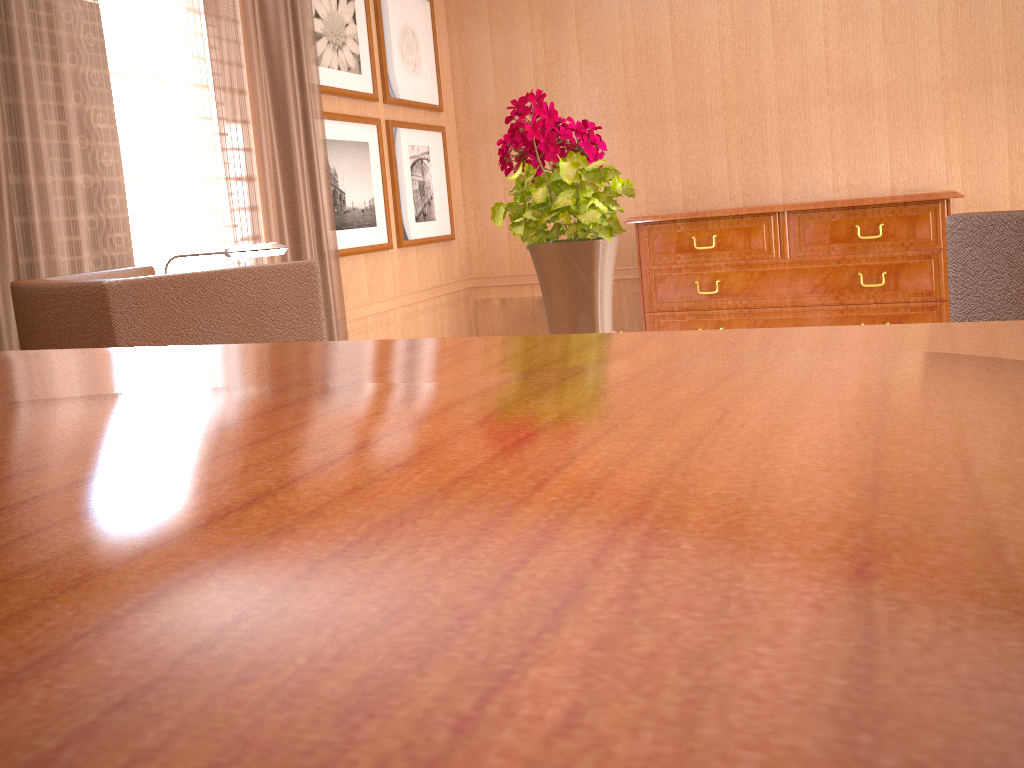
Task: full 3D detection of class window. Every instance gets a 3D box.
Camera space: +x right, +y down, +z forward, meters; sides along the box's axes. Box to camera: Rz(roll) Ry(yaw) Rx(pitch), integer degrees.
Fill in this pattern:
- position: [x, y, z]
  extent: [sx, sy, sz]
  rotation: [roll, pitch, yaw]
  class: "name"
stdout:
- position: [-2.734, -1.885, 5.823]
  extent: [0.845, 3.345, 2.470]
  rotation: [-3, 7, 22]
  class: "window"

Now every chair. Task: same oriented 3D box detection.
- position: [-1.028, 0.439, 3.829]
  extent: [1.740, 1.954, 1.914]
  rotation: [-12, 10, -42]
  class: "chair"
- position: [2.011, 0.412, 2.626]
  extent: [1.910, 1.955, 1.743]
  rotation: [-5, 7, -3]
  class: "chair"

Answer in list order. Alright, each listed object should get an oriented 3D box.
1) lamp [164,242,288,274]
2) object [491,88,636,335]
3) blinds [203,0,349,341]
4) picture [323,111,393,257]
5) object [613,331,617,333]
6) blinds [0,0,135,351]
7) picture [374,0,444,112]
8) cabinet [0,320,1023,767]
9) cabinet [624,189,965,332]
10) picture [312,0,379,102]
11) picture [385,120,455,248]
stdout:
- position: [-1.395, 0.291, 4.603]
  extent: [0.632, 2.007, 0.567]
  rotation: [-6, 5, -16]
  class: "lamp"
- position: [0.194, -0.422, 2.921]
  extent: [0.455, 1.079, 0.532]
  rotation: [-3, 6, 21]
  class: "object"
- position: [-1.766, -1.483, 6.739]
  extent: [0.266, 4.744, 1.466]
  rotation: [-3, 5, 21]
  class: "blinds"
- position: [-1.439, -1.779, 7.859]
  extent: [0.047, 1.236, 1.270]
  rotation: [-3, 8, 22]
  class: "picture"
- position: [0.600, -0.148, 5.393]
  extent: [0.235, 0.388, 0.236]
  rotation: [-6, 6, -11]
  class: "object"
- position: [-2.613, -0.977, 4.589]
  extent: [0.266, 4.755, 1.447]
  rotation: [-3, 5, 23]
  class: "blinds"
- position: [-1.048, -3.467, 9.053]
  extent: [0.047, 1.236, 1.270]
  rotation: [-3, 8, 22]
  class: "picture"
- position: [-0.632, 1.038, 0.829]
  extent: [2.761, 1.925, 1.438]
  rotation: [-1, 8, 22]
  class: "cabinet"
- position: [2.637, -0.712, 8.195]
  extent: [2.761, 1.925, 1.438]
  rotation: [-1, 8, 22]
  class: "cabinet"
- position: [-1.562, -3.164, 7.752]
  extent: [0.047, 1.236, 1.270]
  rotation: [-3, 8, 22]
  class: "picture"
- position: [-0.925, -2.083, 9.160]
  extent: [0.047, 1.236, 1.270]
  rotation: [-3, 8, 22]
  class: "picture"
